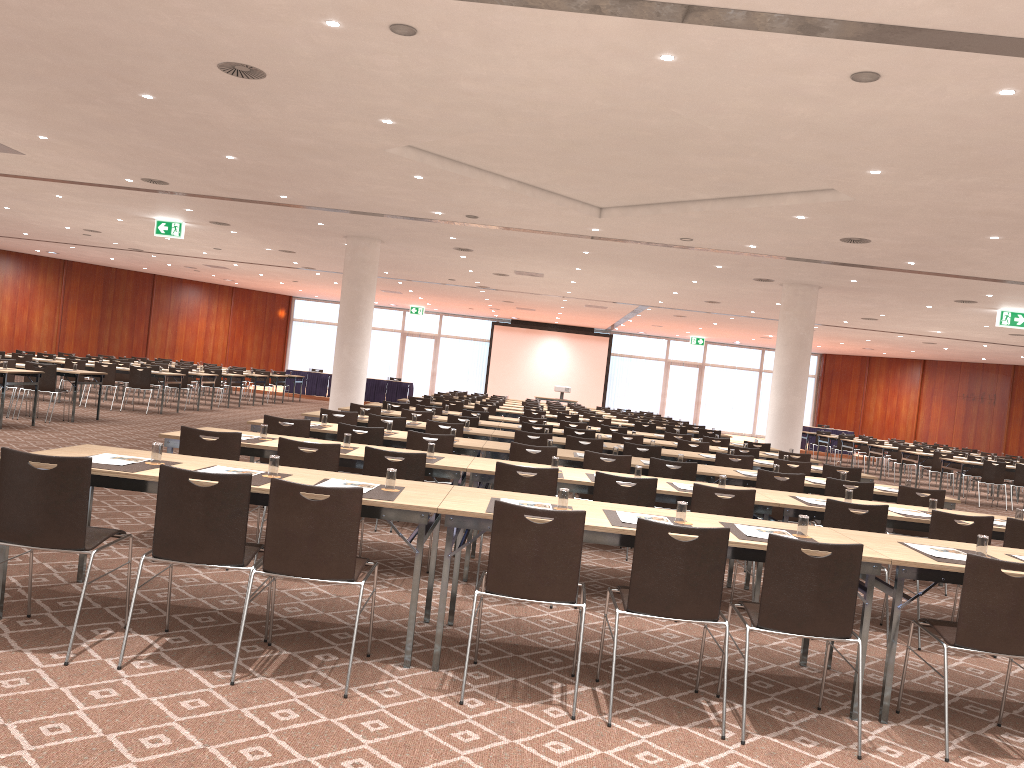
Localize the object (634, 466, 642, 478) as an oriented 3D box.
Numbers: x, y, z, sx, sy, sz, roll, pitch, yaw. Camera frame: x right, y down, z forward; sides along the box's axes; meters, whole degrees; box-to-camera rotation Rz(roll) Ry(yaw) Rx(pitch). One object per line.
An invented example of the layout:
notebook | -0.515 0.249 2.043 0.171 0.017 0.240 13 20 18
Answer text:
object | 0.975 0.691 6.855 0.054 0.114 0.054 6 1 -10

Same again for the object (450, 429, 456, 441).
object | -0.589 0.506 8.877 0.054 0.114 0.054 6 1 -33

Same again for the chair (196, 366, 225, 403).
chair | -8.117 0.004 23.988 0.535 0.939 0.613 6 1 3

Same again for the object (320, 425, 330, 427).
object | -1.876 0.422 8.903 0.102 0.001 0.102 6 0 -33

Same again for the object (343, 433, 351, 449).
object | -1.283 0.443 6.900 0.054 0.114 0.054 6 1 12

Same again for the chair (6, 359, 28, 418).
chair | -8.313 0.047 14.491 0.535 0.939 0.613 6 1 -1

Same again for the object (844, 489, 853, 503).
object | 2.587 0.869 6.815 0.054 0.114 0.054 7 1 35

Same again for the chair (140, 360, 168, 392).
chair | -9.667 -0.167 24.021 0.535 0.939 0.613 6 1 -2

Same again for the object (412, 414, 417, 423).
object | -1.197 0.426 10.897 0.054 0.114 0.054 6 1 -10

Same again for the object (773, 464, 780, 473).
object | 2.627 0.859 8.817 0.054 0.114 0.054 6 1 12

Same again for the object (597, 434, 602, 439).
object | 1.063 0.674 10.841 0.054 0.114 0.054 6 1 -10

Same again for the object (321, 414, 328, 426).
object | -1.886 0.364 8.914 0.054 0.114 0.054 7 1 35

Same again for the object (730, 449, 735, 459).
object | 2.682 0.852 10.817 0.054 0.114 0.054 6 1 -33

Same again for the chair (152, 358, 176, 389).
chair | -10.924 -0.331 27.966 0.535 0.939 0.613 6 1 -1

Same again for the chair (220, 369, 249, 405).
chair | -7.436 0.079 23.893 0.535 0.939 0.613 6 1 3

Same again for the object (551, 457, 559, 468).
object | 0.331 0.621 6.850 0.054 0.114 0.054 6 1 -10

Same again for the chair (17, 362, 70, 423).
chair | -7.565 0.129 14.402 0.535 0.939 0.613 6 1 0

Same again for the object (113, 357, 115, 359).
object | -10.132 -0.634 22.582 0.054 0.114 0.054 6 1 -33

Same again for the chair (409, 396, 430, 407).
chair | -1.882 0.729 17.858 0.535 0.939 0.613 6 1 3

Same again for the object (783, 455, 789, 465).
object | 3.332 0.923 10.789 0.054 0.114 0.054 6 1 -33

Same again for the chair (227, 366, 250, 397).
chair | -8.583 -0.074 27.917 0.535 0.939 0.613 6 1 0

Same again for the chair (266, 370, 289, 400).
chair | -7.334 0.063 27.891 0.535 0.939 0.613 6 1 1

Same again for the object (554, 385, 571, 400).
object | 1.783 0.313 31.502 0.576 0.472 0.614 6 1 1

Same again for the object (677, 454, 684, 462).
object | 1.676 0.755 8.823 0.054 0.114 0.054 7 1 35

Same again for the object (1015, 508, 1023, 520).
object | 3.884 1.011 6.790 0.054 0.114 0.054 6 1 -10

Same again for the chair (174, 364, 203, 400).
chair | -8.735 -0.065 24.061 0.535 0.939 0.613 6 1 2

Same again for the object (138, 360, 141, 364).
object | -9.484 -0.563 22.564 0.054 0.114 0.054 6 1 -33

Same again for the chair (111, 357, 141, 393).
chair | -10.378 -0.244 23.954 0.535 0.939 0.613 6 1 4

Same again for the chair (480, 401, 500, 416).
chair | -0.534 0.864 19.872 0.535 0.939 0.613 6 1 2

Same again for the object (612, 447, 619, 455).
object | 1.032 0.684 8.841 0.054 0.114 0.054 7 1 35

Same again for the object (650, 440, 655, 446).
object | 1.715 0.746 10.824 0.054 0.114 0.054 7 1 35

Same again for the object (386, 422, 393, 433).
object | -1.229 0.436 8.893 0.054 0.114 0.054 6 1 -33

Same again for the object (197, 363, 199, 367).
object | -9.405 -0.582 26.569 0.054 0.114 0.054 6 1 -33

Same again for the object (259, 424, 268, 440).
object | -1.932 0.372 6.899 0.054 0.114 0.054 6 1 -10

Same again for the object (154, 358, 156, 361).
object | -10.695 -0.723 26.594 0.054 0.114 0.054 6 1 -33

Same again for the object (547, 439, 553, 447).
object | 0.377 0.612 8.849 0.054 0.114 0.054 7 1 35

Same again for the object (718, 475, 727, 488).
object | 1.621 0.762 6.838 0.054 0.114 0.054 6 1 -10

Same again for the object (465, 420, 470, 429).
object | -0.549 0.497 10.875 0.054 0.114 0.054 6 1 -33

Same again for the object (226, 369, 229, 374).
object | -7.228 -0.315 22.516 0.054 0.114 0.054 6 1 -10

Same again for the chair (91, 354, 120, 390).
chair | -11.008 -0.314 24.108 0.535 0.939 0.613 6 1 -1

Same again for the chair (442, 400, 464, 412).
chair | -1.219 0.802 17.886 0.535 0.939 0.613 6 1 2

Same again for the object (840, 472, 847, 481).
object | 3.286 0.932 8.798 0.054 0.114 0.054 6 1 -33

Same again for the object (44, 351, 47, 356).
object | -10.836 -0.698 20.595 0.054 0.114 0.054 7 1 35

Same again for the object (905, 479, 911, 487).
object | 3.925 1.002 8.793 0.054 0.114 0.054 6 1 -33

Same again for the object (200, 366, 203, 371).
object | -7.891 -0.388 22.524 0.054 0.114 0.054 6 1 -10

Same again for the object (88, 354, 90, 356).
object | -10.783 -0.706 22.587 0.054 0.114 0.054 6 1 -33

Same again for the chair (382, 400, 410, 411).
chair | -1.896 0.752 14.357 0.535 0.939 0.613 6 1 1

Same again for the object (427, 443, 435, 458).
object | -0.628 0.516 6.873 0.054 0.114 0.054 7 1 35

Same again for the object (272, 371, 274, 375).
object | -7.147 -0.333 26.517 0.054 0.114 0.054 6 1 -10

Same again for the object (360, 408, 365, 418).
object | -1.838 0.355 10.911 0.054 0.114 0.054 6 1 -10

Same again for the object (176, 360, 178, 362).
object | -10.053 -0.653 26.575 0.054 0.114 0.054 6 1 -33

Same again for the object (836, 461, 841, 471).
object | 3.970 0.993 10.787 0.054 0.114 0.054 6 1 -10

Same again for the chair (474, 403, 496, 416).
chair | -0.572 0.874 17.795 0.535 0.939 0.613 6 1 2

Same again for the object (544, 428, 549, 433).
object | 0.422 0.604 10.861 0.054 0.114 0.054 6 1 -10

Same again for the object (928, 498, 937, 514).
object | 3.230 0.939 6.808 0.054 0.114 0.054 7 1 35

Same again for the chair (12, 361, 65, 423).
chair | -7.644 0.121 14.404 0.535 0.939 0.613 6 1 -1

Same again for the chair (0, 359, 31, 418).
chair | -8.263 0.052 14.490 0.535 0.939 0.613 6 1 2

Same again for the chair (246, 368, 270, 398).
chair | -7.977 -0.008 27.986 0.535 0.939 0.613 6 1 4

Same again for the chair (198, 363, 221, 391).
chair | -9.549 -0.181 28.078 0.535 0.939 0.613 6 1 -1

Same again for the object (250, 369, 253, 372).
object | -7.792 -0.404 26.529 0.054 0.114 0.054 6 1 -10
